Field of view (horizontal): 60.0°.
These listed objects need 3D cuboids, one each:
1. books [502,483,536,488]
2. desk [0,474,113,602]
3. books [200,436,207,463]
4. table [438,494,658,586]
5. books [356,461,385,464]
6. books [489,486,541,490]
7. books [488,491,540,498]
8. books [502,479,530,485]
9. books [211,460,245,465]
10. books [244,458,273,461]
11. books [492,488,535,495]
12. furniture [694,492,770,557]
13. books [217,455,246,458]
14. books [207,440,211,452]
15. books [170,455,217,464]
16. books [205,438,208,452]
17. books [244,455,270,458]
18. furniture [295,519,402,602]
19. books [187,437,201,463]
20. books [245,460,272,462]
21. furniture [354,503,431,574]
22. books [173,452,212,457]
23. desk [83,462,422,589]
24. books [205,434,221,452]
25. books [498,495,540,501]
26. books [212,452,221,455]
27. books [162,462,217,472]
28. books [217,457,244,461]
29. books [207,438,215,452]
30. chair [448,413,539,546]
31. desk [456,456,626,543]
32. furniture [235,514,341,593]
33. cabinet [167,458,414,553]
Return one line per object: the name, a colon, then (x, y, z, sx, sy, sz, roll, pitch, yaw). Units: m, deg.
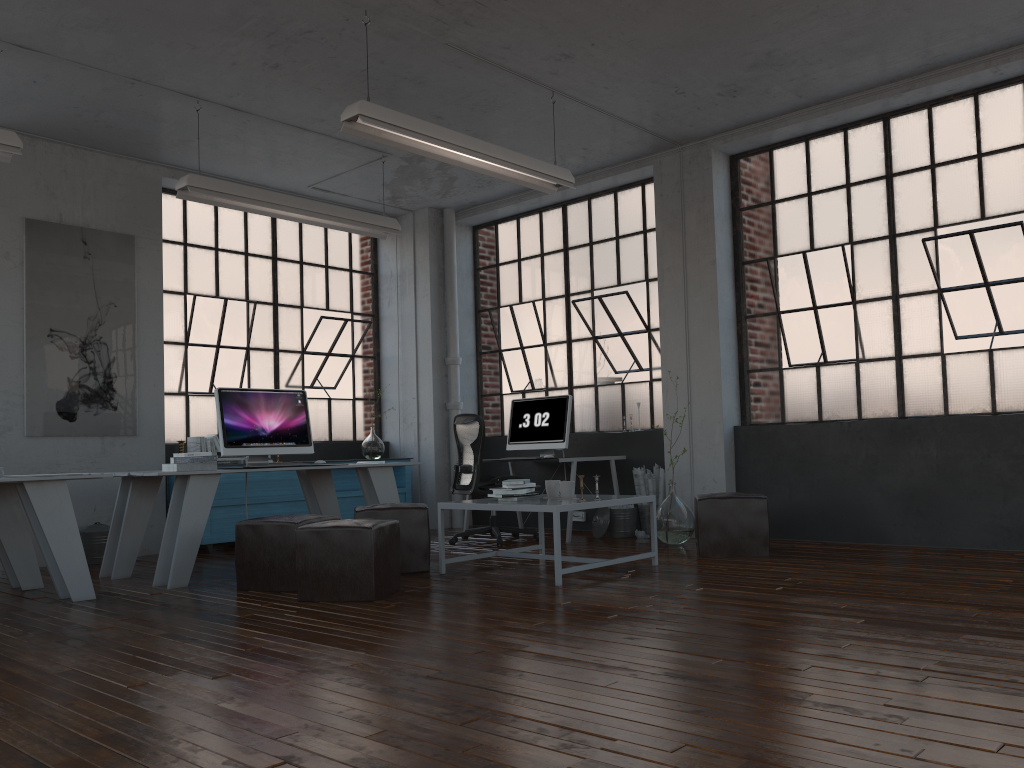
books: (0.043, 0.644, 5.635, 0.184, 0.026, 0.125, 0, -4, -18)
desk: (-3.336, 0.860, 4.612, 1.065, 0.696, 2.057, -5, -5, 42)
books: (-2.681, 0.573, 7.599, 0.173, 0.240, 0.053, -5, -4, 42)
table: (0.230, 0.951, 5.613, 0.973, 0.444, 0.992, -6, -6, 42)
books: (-1.051, 0.587, 6.610, 0.205, 0.019, 0.244, -1, -4, -8)
books: (0.020, 0.662, 5.654, 0.200, 0.014, 0.275, -6, -6, 42)
books: (0.011, 0.703, 5.647, 0.274, 0.025, 0.210, 0, -5, -27)
books: (0.026, 0.621, 5.621, 0.141, 0.026, 0.202, -3, -4, 12)
books: (-2.434, 0.668, 7.540, 0.191, 0.032, 0.259, -6, -6, 44)
books: (-2.253, 0.660, 7.743, 0.202, 0.012, 0.251, -6, -6, 44)
books: (0.012, 0.680, 5.648, 0.200, 0.031, 0.272, -3, -5, 17)
furniture: (1.528, 0.989, 6.189, 0.503, 0.460, 0.504, -2, -4, 10)
books: (-2.436, 0.618, 7.543, 0.212, 0.023, 0.259, -6, -6, 42)
books: (-2.647, 0.601, 7.644, 0.161, 0.224, 0.046, -5, -4, 42)
books: (-2.025, 0.480, 5.634, 0.257, 0.044, 0.193, 0, -5, -27)
books: (-2.662, 0.584, 7.623, 0.152, 0.239, 0.045, -5, -4, 42)
books: (-2.362, 0.653, 7.947, 0.176, 0.025, 0.331, -6, -6, 42)
furniture: (-0.883, 0.957, 4.834, 0.471, 0.430, 0.471, -3, -4, 11)
books: (-2.717, 0.572, 7.576, 0.173, 0.238, 0.032, -5, -4, 42)
books: (-2.250, 0.672, 7.736, 0.187, 0.014, 0.248, -5, -6, 40)
furniture: (-0.793, 1.016, 5.843, 0.503, 0.460, 0.504, -1, -4, -9)
books: (-2.036, 0.450, 5.647, 0.153, 0.030, 0.185, -6, -6, 43)
desk: (-1.769, 0.944, 6.323, 1.076, 0.703, 2.078, -5, -5, 42)
books: (-2.573, 0.582, 7.724, 0.176, 0.284, 0.169, -5, -4, 42)
books: (0.043, 0.727, 5.662, 0.171, 0.028, 0.218, -6, -6, 42)
books: (-2.441, 0.592, 7.536, 0.191, 0.028, 0.239, -6, -6, 44)
books: (-2.051, 0.528, 5.637, 0.200, 0.050, 0.271, -6, -6, 42)
books: (-2.435, 0.640, 7.530, 0.191, 0.023, 0.242, -5, -6, 40)
books: (-2.619, 0.582, 7.668, 0.161, 0.223, 0.065, -5, -4, 42)
chair: (-0.190, 0.794, 7.538, 0.792, 1.084, 0.771, 1, -5, -44)
desk: (0.256, 1.009, 7.924, 1.228, 0.687, 0.933, -5, -5, 42)
furniture: (-1.319, 0.999, 5.265, 0.480, 0.439, 0.480, -3, -4, 21)
cabinet: (-1.961, 1.082, 8.155, 0.627, 0.732, 2.263, -5, -5, 42)
